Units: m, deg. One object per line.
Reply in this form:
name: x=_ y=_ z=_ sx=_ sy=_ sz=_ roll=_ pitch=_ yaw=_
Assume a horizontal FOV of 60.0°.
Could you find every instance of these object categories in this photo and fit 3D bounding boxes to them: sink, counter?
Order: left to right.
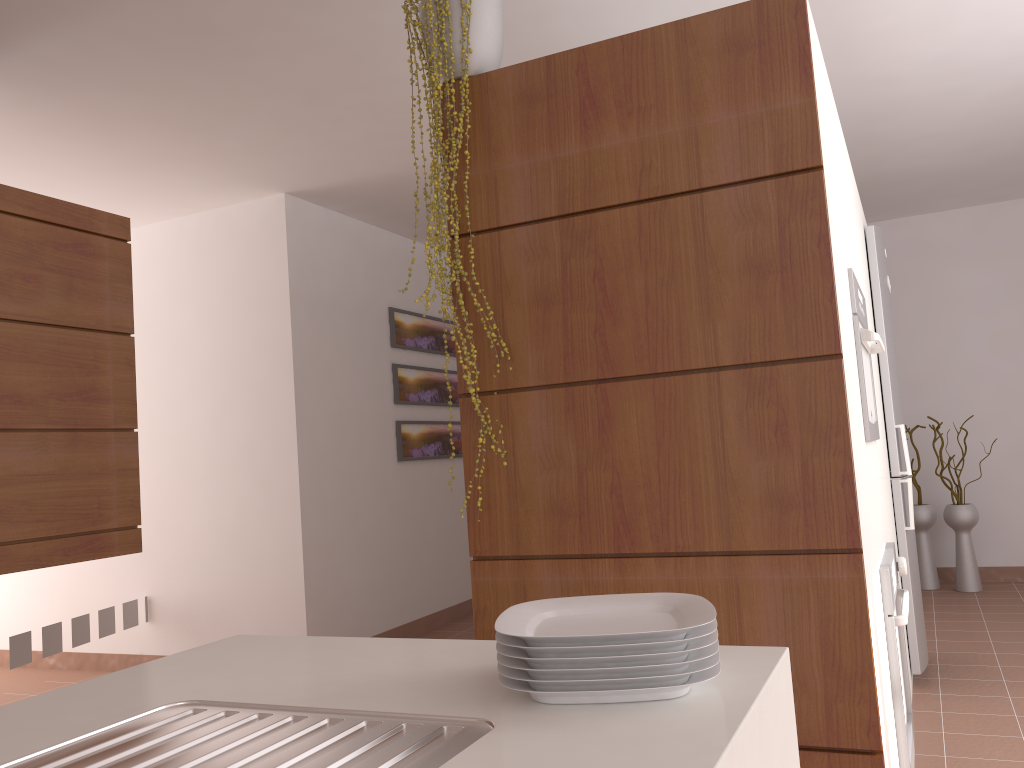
counter: x=-0.472 y=0.694 z=0.187 sx=0.821 sy=0.800 sz=2.156 roll=-6 pitch=-5 yaw=24
sink: x=-0.327 y=0.311 z=0.603 sx=0.404 sy=0.368 sz=0.668 roll=-6 pitch=-5 yaw=24

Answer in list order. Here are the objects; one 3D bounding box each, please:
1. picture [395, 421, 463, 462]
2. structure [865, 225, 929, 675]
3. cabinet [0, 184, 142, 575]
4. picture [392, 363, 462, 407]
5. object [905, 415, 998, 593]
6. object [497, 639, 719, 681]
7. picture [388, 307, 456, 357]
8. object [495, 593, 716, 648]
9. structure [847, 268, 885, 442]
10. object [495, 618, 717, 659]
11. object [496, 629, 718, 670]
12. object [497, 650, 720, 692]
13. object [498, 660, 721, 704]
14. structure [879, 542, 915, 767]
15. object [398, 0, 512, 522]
picture: x=-0.400 y=0.378 z=6.020 sx=0.015 sy=0.248 sz=1.408 roll=-6 pitch=-5 yaw=24
structure: x=1.693 y=0.255 z=3.887 sx=0.089 sy=1.862 sz=0.604 roll=-6 pitch=-5 yaw=24
cabinet: x=-2.667 y=-0.074 z=1.180 sx=0.754 sy=1.200 sz=4.718 roll=-6 pitch=-5 yaw=24
picture: x=-0.425 y=0.030 z=6.049 sx=0.015 sy=0.248 sz=1.408 roll=-6 pitch=-5 yaw=24
object: x=2.802 y=0.750 z=5.627 sx=0.655 sy=1.112 sz=0.284 roll=-9 pitch=-6 yaw=43
object: x=0.100 y=0.281 z=0.932 sx=0.228 sy=0.020 sz=0.228 roll=-5 pitch=-5 yaw=6
picture: x=-0.450 y=-0.318 z=6.077 sx=0.015 sy=0.248 sz=1.408 roll=-6 pitch=-5 yaw=24
object: x=0.098 y=0.251 z=0.934 sx=0.228 sy=0.020 sz=0.228 roll=-5 pitch=-5 yaw=6
structure: x=1.047 y=-0.065 z=2.567 sx=0.056 sy=0.454 sz=0.614 roll=-6 pitch=-5 yaw=24
object: x=0.099 y=0.261 z=0.933 sx=0.228 sy=0.020 sz=0.228 roll=-5 pitch=-5 yaw=6
object: x=0.100 y=0.271 z=0.932 sx=0.228 sy=0.020 sz=0.228 roll=-5 pitch=-5 yaw=6
object: x=0.101 y=0.291 z=0.931 sx=0.228 sy=0.020 sz=0.228 roll=-5 pitch=-5 yaw=6
object: x=0.102 y=0.301 z=0.930 sx=0.228 sy=0.020 sz=0.228 roll=-5 pitch=-5 yaw=6
structure: x=1.103 y=0.779 z=2.502 sx=0.058 sy=0.592 sz=0.596 roll=-6 pitch=-5 yaw=25
object: x=-0.125 y=-0.331 z=2.254 sx=0.297 sy=1.344 sz=0.279 roll=-3 pitch=-5 yaw=-16
